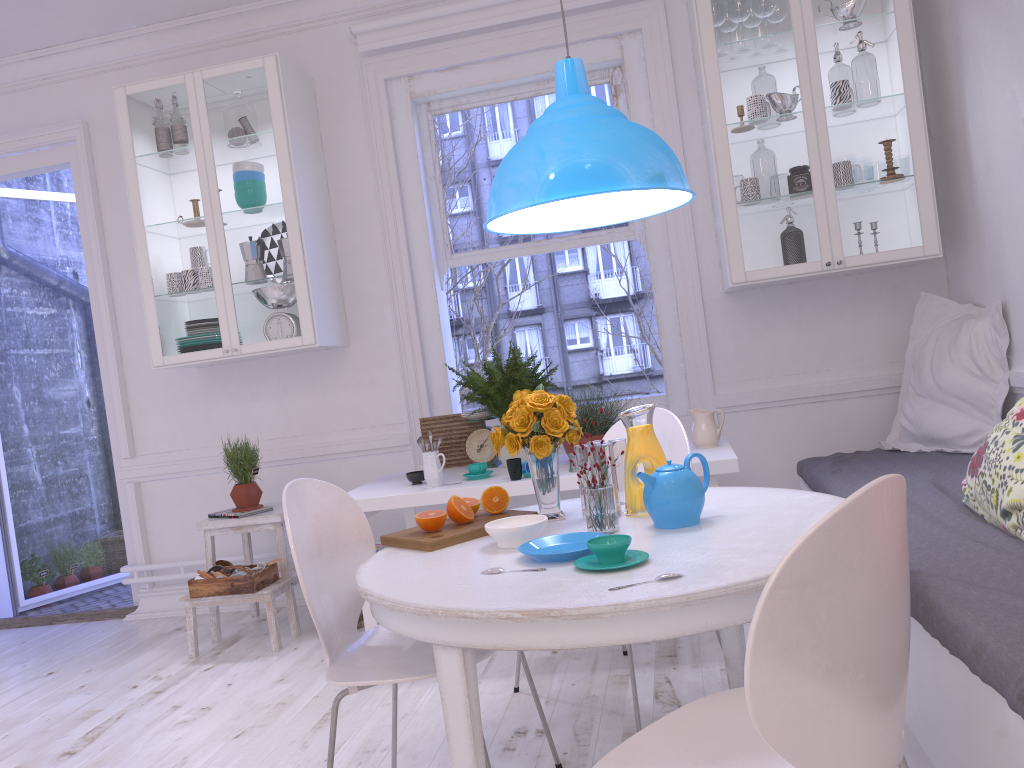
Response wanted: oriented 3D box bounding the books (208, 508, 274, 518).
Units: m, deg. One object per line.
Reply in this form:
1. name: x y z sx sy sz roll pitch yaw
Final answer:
1. books: -1.220 0.579 3.989 0.246 0.011 0.180 -7 2 40

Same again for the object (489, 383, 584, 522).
1. object: 0.077 0.177 2.277 0.234 0.351 0.235 -8 1 -25

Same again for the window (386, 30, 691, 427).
1. window: 0.127 -0.664 4.278 1.234 1.782 0.181 -7 1 10

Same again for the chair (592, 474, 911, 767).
1. chair: 0.340 0.551 1.260 0.604 0.845 0.483 -9 2 -45

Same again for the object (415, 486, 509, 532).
1. object: -0.142 0.321 2.298 0.285 0.075 0.129 -9 2 -44

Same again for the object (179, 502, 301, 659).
1. object: -1.136 0.844 3.954 0.418 0.534 0.599 -7 1 10

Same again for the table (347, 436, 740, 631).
1. table: 0.142 0.639 3.549 1.514 0.619 0.736 -7 1 10

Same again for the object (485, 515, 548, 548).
1. object: 0.013 0.341 2.040 0.147 0.052 0.147 -9 2 -37

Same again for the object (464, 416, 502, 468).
1. object: -0.119 0.252 3.820 0.159 0.208 0.185 -7 1 10

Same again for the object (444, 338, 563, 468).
1. object: -0.020 0.079 3.677 0.438 0.527 0.368 -7 1 10

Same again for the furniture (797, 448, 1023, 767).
1. furniture: 1.288 0.574 2.130 0.769 0.508 3.296 -7 1 10

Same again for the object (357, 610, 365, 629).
1. object: -0.707 0.920 3.972 0.276 0.270 0.276 -6 2 44

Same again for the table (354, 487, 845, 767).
1. table: 0.255 0.653 2.024 1.140 0.629 1.140 -7 2 39

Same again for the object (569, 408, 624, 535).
1. object: 0.198 0.198 2.025 0.128 0.287 0.128 -7 1 12

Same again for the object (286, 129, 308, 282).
1. object: -1.317 -0.776 4.208 0.811 0.651 0.376 -7 1 10

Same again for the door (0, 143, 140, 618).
1. door: -2.461 0.012 5.210 1.009 2.474 1.021 -7 1 10

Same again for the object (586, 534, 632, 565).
1. object: 0.191 0.324 1.725 0.088 0.043 0.088 -7 1 18

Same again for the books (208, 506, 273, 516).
1. books: -1.221 0.570 3.989 0.246 0.007 0.180 -7 2 40

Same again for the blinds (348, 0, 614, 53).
1. blinds: -0.058 -1.713 4.072 1.451 0.131 0.136 -7 1 10

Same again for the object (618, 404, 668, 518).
1. object: 0.328 0.187 2.198 0.094 0.267 0.116 -7 2 37

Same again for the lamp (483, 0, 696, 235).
1. lamp: 0.076 -1.418 2.348 0.568 1.948 0.568 -6 2 44

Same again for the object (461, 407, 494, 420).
1. object: -0.139 0.126 3.829 0.163 0.047 0.164 -8 1 -30

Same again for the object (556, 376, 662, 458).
1. object: 0.325 0.136 3.520 0.668 0.367 0.531 -7 2 35

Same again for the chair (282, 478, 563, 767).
1. chair: -0.212 0.608 2.008 0.483 0.845 0.604 -7 1 10

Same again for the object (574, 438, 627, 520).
1. object: 0.234 0.240 2.243 0.101 0.186 0.122 -7 2 40

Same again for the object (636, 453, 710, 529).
1. object: 0.374 0.243 2.024 0.156 0.151 0.150 -7 1 14

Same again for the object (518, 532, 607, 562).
1. object: 0.111 0.346 1.870 0.196 0.023 0.196 -8 1 -2

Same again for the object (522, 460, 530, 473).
1. object: 0.069 0.305 3.285 0.069 0.058 0.080 -8 1 -17

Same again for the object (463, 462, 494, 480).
1. object: -0.132 0.338 3.436 0.121 0.055 0.121 -9 2 -39

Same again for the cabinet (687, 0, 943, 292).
1. cabinet: 1.236 -1.106 3.716 0.823 1.311 0.425 -7 1 10

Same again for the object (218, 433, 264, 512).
1. object: -1.197 0.378 3.965 0.186 0.367 0.196 -8 2 -35

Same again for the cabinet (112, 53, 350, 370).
1. cabinet: -1.320 -0.775 4.187 0.823 1.311 0.425 -7 1 10

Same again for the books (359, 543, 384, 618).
1. books: -0.702 0.885 3.980 0.221 0.306 0.205 -6 2 44

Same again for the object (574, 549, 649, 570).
1. object: 0.194 0.345 1.726 0.147 0.011 0.147 -7 1 13

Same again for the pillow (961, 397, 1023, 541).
1. pillow: 1.383 0.124 2.125 0.509 0.447 0.592 -7 1 15

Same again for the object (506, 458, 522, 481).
1. object: 0.007 0.313 3.236 0.055 0.077 0.070 -7 2 36

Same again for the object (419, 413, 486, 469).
1. object: -0.254 0.253 3.953 0.294 0.237 0.028 -7 1 10

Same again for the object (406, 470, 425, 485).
1. object: -0.378 0.373 3.514 0.079 0.048 0.082 -8 1 -30

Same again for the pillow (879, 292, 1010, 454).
1. pillow: 1.728 -0.059 3.510 0.374 0.642 0.677 -8 1 -19

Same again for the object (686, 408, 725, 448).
1. object: 0.760 0.170 3.476 0.127 0.152 0.115 -8 1 -7

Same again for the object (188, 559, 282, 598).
1. object: -1.162 0.811 3.746 0.358 0.110 0.211 -7 1 13

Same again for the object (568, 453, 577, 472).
1. object: 0.239 0.286 3.258 0.066 0.067 0.052 -7 1 11

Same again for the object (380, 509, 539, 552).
1. object: -0.132 0.370 2.273 0.347 0.024 0.224 -9 2 -40

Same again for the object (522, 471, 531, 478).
1. object: 0.088 0.329 3.286 0.121 0.021 0.121 -9 2 -39

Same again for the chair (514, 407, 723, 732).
1. chair: 0.312 0.522 2.715 0.483 0.845 0.604 -8 2 -34
